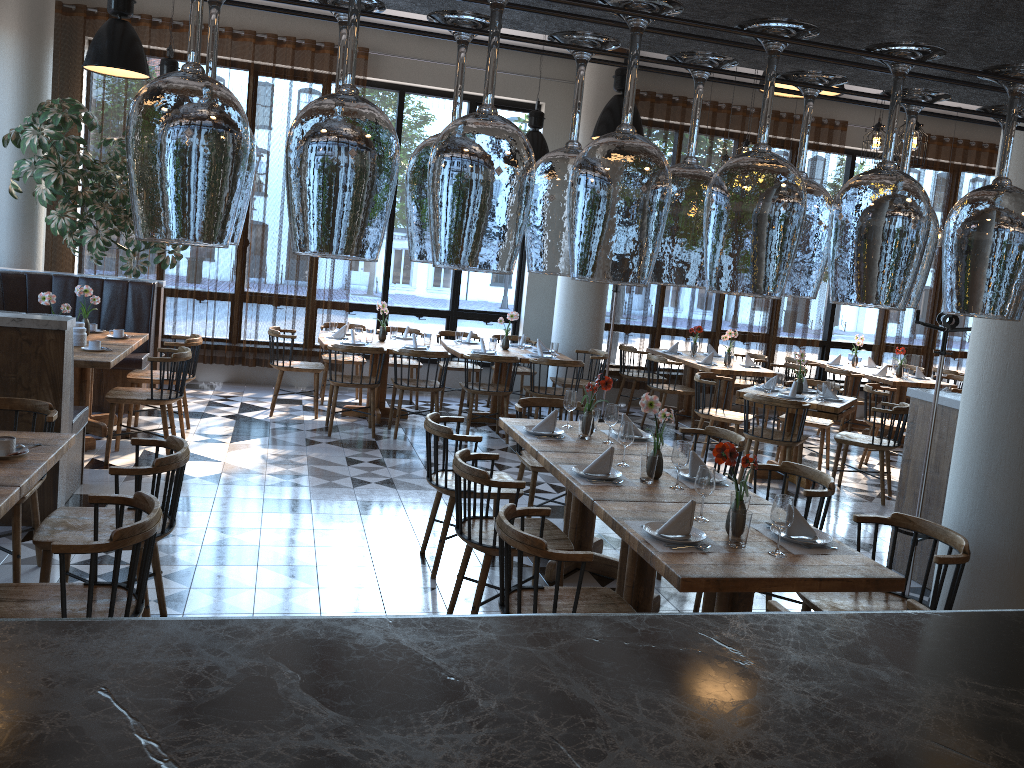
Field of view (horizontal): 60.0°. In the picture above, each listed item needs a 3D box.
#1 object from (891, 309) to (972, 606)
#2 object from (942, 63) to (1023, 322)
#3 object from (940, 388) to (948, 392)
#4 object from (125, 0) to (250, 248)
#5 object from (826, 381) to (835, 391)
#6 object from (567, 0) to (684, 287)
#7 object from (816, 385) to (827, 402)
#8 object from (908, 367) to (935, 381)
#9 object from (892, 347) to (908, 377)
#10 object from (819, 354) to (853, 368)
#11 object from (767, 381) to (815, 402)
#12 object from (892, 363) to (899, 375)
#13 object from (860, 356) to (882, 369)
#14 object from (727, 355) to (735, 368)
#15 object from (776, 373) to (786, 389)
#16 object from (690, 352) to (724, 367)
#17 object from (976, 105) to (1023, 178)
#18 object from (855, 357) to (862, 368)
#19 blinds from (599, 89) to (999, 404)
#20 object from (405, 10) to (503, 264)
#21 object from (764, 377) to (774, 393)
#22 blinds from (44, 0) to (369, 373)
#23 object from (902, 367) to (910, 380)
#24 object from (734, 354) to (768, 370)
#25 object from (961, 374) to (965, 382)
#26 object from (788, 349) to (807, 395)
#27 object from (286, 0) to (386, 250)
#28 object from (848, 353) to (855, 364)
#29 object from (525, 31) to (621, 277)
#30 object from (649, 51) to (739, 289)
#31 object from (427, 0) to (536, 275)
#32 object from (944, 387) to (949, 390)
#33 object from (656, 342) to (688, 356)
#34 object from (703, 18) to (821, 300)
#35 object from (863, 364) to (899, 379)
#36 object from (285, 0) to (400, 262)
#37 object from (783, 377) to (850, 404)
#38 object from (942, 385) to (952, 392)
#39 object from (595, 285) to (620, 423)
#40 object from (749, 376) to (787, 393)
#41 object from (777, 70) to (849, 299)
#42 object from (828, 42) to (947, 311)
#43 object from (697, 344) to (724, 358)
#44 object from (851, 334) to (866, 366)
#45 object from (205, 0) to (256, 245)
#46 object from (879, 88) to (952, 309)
[{"bbox_3d":[2.252,0.435,4.816,0.374,1.651,0.376,1,8,-37],"label":"object"},{"bbox_3d":[0.431,-0.166,0.784,0.081,0.214,0.082,3,7,-23],"label":"object"},{"bbox_3d":[3.945,0.113,8.118,0.080,0.131,0.080,6,7,0],"label":"object"},{"bbox_3d":[-0.221,-0.204,0.612,0.081,0.214,0.082,3,7,-23],"label":"object"},{"bbox_3d":[2.808,0.044,7.831,0.080,0.131,0.080,11,9,40],"label":"object"},{"bbox_3d":[0.088,-0.186,0.694,0.081,0.214,0.082,3,7,-23],"label":"object"},{"bbox_3d":[2.599,0.079,7.454,0.080,0.131,0.080,11,9,40],"label":"object"},{"bbox_3d":[4.741,-0.129,10.266,0.271,0.136,0.354,4,8,-15],"label":"object"},{"bbox_3d":[4.442,-0.255,10.177,0.171,0.353,0.157,1,8,-36],"label":"object"},{"bbox_3d":[4.011,-0.306,10.980,0.271,0.136,0.354,4,8,-15],"label":"object"},{"bbox_3d":[2.378,0.046,7.510,0.353,0.136,0.273,10,9,30],"label":"object"},{"bbox_3d":[4.522,-0.173,10.437,0.080,0.131,0.080,2,8,-30],"label":"object"},{"bbox_3d":[4.524,-0.276,11.121,0.271,0.136,0.354,4,8,-15],"label":"object"},{"bbox_3d":[2.328,-0.243,9.454,0.080,0.131,0.080,2,8,-30],"label":"object"},{"bbox_3d":[2.436,-0.025,8.047,0.080,0.131,0.080,0,9,-40],"label":"object"},{"bbox_3d":[2.108,-0.284,9.568,0.271,0.136,0.354,4,8,-15],"label":"object"},{"bbox_3d":[0.514,-0.181,0.942,0.081,0.214,0.082,3,7,-23],"label":"object"},{"bbox_3d":[4.234,-0.262,10.845,0.080,0.131,0.080,8,7,20],"label":"object"},{"bbox_3d":[4.488,-1.535,11.528,7.259,3.566,0.161,4,6,-15],"label":"blinds"},{"bbox_3d":[-0.052,-0.215,0.793,0.081,0.214,0.082,3,7,-23],"label":"object"},{"bbox_3d":[2.216,0.010,7.664,0.080,0.131,0.080,0,9,-40],"label":"object"},{"bbox_3d":[-3.285,-1.997,9.492,3.196,3.566,0.156,4,6,-14],"label":"blinds"},{"bbox_3d":[4.445,-0.118,10.010,0.080,0.131,0.080,2,8,-30],"label":"object"},{"bbox_3d":[2.620,-0.255,9.709,0.271,0.136,0.354,4,8,-15],"label":"object"},{"bbox_3d":[4.223,0.021,8.162,0.157,0.353,0.171,11,8,40],"label":"object"},{"bbox_3d":[2.494,-0.108,7.732,0.146,0.398,0.207,6,7,5],"label":"object"},{"bbox_3d":[-0.151,-0.220,0.767,0.081,0.214,0.082,3,7,-23],"label":"object"},{"bbox_3d":[4.310,-0.317,11.272,0.080,0.131,0.080,8,7,20],"label":"object"},{"bbox_3d":[0.056,-0.208,0.821,0.081,0.214,0.082,3,7,-23],"label":"object"},{"bbox_3d":[0.170,-0.201,0.851,0.081,0.214,0.082,3,7,-23],"label":"object"},{"bbox_3d":[-0.020,-0.192,0.665,0.081,0.214,0.082,3,7,-23],"label":"object"},{"bbox_3d":[4.014,0.086,8.326,0.272,0.136,0.352,10,9,30],"label":"object"},{"bbox_3d":[1.891,-0.432,10.423,0.271,0.136,0.354,4,8,-15],"label":"object"},{"bbox_3d":[0.202,-0.179,0.724,0.081,0.214,0.082,3,7,-23],"label":"object"},{"bbox_3d":[4.228,-0.158,10.125,0.271,0.136,0.354,4,8,-15],"label":"object"},{"bbox_3d":[-0.119,-0.198,0.639,0.081,0.214,0.082,3,7,-23],"label":"object"},{"bbox_3d":[2.665,0.034,7.787,0.584,0.136,0.578,10,9,30],"label":"object"},{"bbox_3d":[4.165,0.078,8.501,0.080,0.131,0.080,4,7,-10],"label":"object"},{"bbox_3d":[1.084,-0.415,9.798,0.374,1.651,0.376,2,7,-32],"label":"object"},{"bbox_3d":[2.282,-0.017,7.874,0.272,0.136,0.352,10,9,30],"label":"object"},{"bbox_3d":[0.285,-0.195,0.881,0.081,0.214,0.082,3,7,-23],"label":"object"},{"bbox_3d":[0.317,-0.173,0.754,0.081,0.214,0.082,3,7,-23],"label":"object"},{"bbox_3d":[2.404,-0.402,10.564,0.271,0.136,0.354,4,8,-15],"label":"object"},{"bbox_3d":[4.313,-0.418,11.037,0.146,0.398,0.208,4,7,-11],"label":"object"},{"bbox_3d":[-0.253,-0.226,0.740,0.081,0.214,0.082,3,7,-23],"label":"object"},{"bbox_3d":[0.399,-0.188,0.911,0.081,0.214,0.082,3,7,-23],"label":"object"}]
